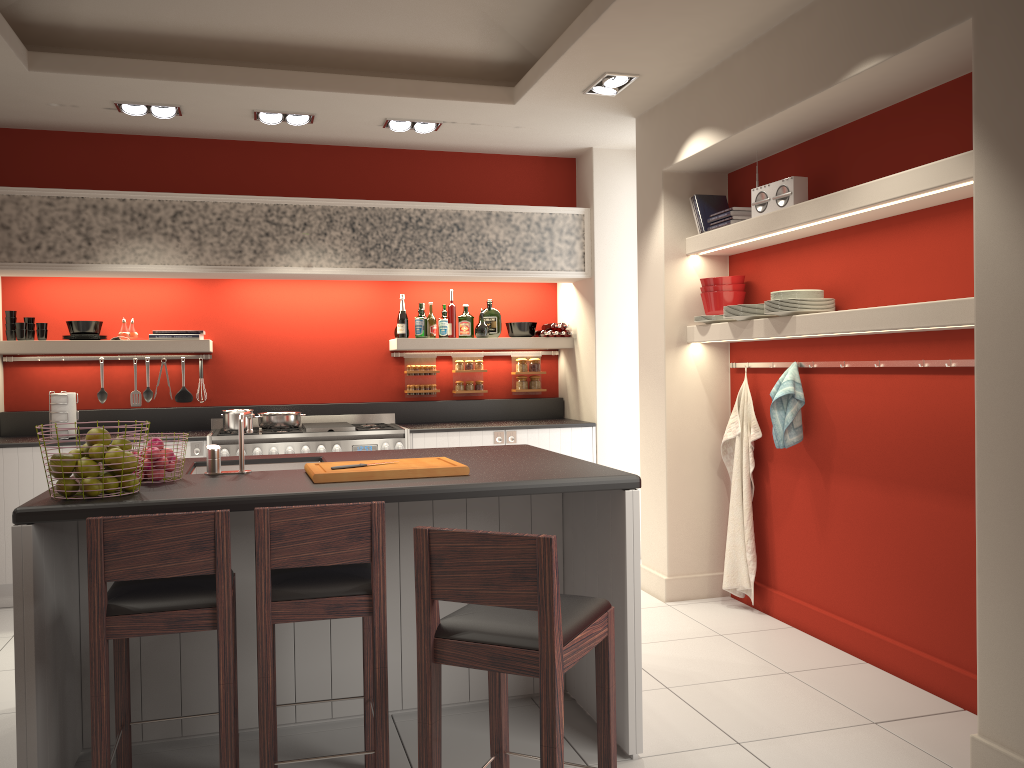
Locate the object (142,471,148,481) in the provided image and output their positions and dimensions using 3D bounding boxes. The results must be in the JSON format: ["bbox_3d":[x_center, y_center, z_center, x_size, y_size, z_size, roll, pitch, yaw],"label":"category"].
[{"bbox_3d":[-1.353,0.331,3.261,0.049,0.049,0.050,0,1,40],"label":"object"}]

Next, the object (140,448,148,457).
[{"bbox_3d":[-1.350,0.258,3.278,0.045,0.044,0.041,0,1,44],"label":"object"}]

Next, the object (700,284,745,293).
[{"bbox_3d":[1.234,-0.503,5.192,0.260,0.159,0.260,-2,1,-35],"label":"object"}]

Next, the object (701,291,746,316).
[{"bbox_3d":[1.237,-0.459,5.194,0.260,0.146,0.260,-1,1,-12],"label":"object"}]

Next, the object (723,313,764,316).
[{"bbox_3d":[1.317,-0.367,4.797,0.339,0.020,0.339,-1,1,-17],"label":"object"}]

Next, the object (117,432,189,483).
[{"bbox_3d":[-1.324,0.272,3.278,0.248,0.168,0.248,-1,1,-28],"label":"object"}]

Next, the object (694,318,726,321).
[{"bbox_3d":[1.238,-0.367,5.195,0.339,0.020,0.339,-1,1,-13],"label":"object"}]

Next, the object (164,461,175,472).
[{"bbox_3d":[-1.270,0.305,3.286,0.046,0.043,0.046,0,1,24],"label":"object"}]

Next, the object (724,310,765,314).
[{"bbox_3d":[1.317,-0.380,4.797,0.339,0.020,0.339,-1,1,-17],"label":"object"}]

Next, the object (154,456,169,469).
[{"bbox_3d":[-1.274,0.286,3.221,0.048,0.046,0.048,0,1,33],"label":"object"}]

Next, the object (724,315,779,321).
[{"bbox_3d":[1.317,-0.354,4.797,0.339,0.020,0.339,-1,1,-17],"label":"object"}]

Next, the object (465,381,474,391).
[{"bbox_3d":[-0.330,0.018,6.911,0.068,0.088,0.068,-1,1,5],"label":"object"}]

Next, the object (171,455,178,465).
[{"bbox_3d":[-1.288,0.290,3.342,0.055,0.056,0.055,-1,1,-6],"label":"object"}]

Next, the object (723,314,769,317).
[{"bbox_3d":[1.317,-0.360,4.797,0.339,0.020,0.339,-1,1,-17],"label":"object"}]

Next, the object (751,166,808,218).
[{"bbox_3d":[1.370,-1.052,4.566,0.097,0.369,0.342,-1,1,-21],"label":"object"}]

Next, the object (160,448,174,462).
[{"bbox_3d":[-1.273,0.263,3.266,0.051,0.055,0.056,-1,1,-2],"label":"object"}]

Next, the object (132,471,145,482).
[{"bbox_3d":[-1.359,0.332,3.216,0.049,0.049,0.050,0,1,40],"label":"object"}]

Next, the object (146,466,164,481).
[{"bbox_3d":[-1.300,0.326,3.237,0.062,0.057,0.061,-1,1,-16],"label":"object"}]

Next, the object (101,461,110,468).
[{"bbox_3d":[-1.364,0.262,3.020,0.067,0.064,0.066,-1,1,-12],"label":"object"}]

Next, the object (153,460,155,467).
[{"bbox_3d":[-1.350,0.292,3.304,0.055,0.056,0.055,-1,1,-6],"label":"object"}]

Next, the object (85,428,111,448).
[{"bbox_3d":[-1.372,0.182,2.941,0.078,0.080,0.078,-1,1,-16],"label":"object"}]

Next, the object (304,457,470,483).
[{"bbox_3d":[-0.485,0.323,3.379,0.570,0.033,0.372,-1,1,-18],"label":"object"}]

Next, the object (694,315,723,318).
[{"bbox_3d":[1.238,-0.386,5.195,0.339,0.020,0.339,-1,1,-13],"label":"object"}]

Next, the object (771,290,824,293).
[{"bbox_3d":[1.429,-0.455,4.447,0.255,0.015,0.255,-2,1,-35],"label":"object"}]

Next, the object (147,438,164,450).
[{"bbox_3d":[-1.312,0.227,3.263,0.056,0.058,0.056,0,1,29],"label":"object"}]

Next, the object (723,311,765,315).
[{"bbox_3d":[1.317,-0.373,4.797,0.339,0.020,0.339,-1,1,-17],"label":"object"}]

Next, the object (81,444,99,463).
[{"bbox_3d":[-1.411,0.233,2.976,0.071,0.076,0.078,0,1,43],"label":"object"}]

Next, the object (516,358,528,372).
[{"bbox_3d":[0.077,-0.144,7.022,0.093,0.120,0.094,-1,1,5],"label":"object"}]

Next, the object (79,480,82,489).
[{"bbox_3d":[-1.397,0.334,2.922,0.055,0.054,0.053,-1,1,-12],"label":"object"}]

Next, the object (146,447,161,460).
[{"bbox_3d":[-1.295,0.252,3.203,0.048,0.046,0.048,0,1,30],"label":"object"}]

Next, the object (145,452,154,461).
[{"bbox_3d":[-1.320,0.265,3.234,0.041,0.039,0.041,-1,1,0],"label":"object"}]

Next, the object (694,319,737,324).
[{"bbox_3d":[1.239,-0.360,5.196,0.339,0.020,0.339,-1,1,-13],"label":"object"}]

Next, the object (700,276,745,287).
[{"bbox_3d":[1.231,-0.553,5.186,0.260,0.161,0.260,0,1,41],"label":"object"}]

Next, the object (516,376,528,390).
[{"bbox_3d":[0.079,-0.007,7.024,0.093,0.120,0.094,-1,1,5],"label":"object"}]

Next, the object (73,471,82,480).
[{"bbox_3d":[-1.430,0.292,2.960,0.064,0.060,0.064,-1,1,-21],"label":"object"}]

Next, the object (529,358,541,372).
[{"bbox_3d":[0.180,-0.146,7.051,0.093,0.120,0.094,-1,1,5],"label":"object"}]

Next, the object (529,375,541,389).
[{"bbox_3d":[0.182,-0.010,7.053,0.093,0.120,0.094,-1,1,5],"label":"object"}]

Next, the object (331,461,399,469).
[{"bbox_3d":[-0.553,0.303,3.336,0.035,0.010,0.302,0,2,44],"label":"object"}]

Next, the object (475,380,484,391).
[{"bbox_3d":[-0.255,0.016,6.932,0.068,0.088,0.068,-1,1,5],"label":"object"}]

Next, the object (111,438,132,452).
[{"bbox_3d":[-1.328,0.214,3.016,0.067,0.064,0.067,-1,1,-15],"label":"object"}]

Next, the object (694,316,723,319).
[{"bbox_3d":[1.238,-0.380,5.195,0.339,0.020,0.339,-1,1,-13],"label":"object"}]

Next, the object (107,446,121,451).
[{"bbox_3d":[-1.333,0.232,2.961,0.056,0.054,0.057,-2,1,-45],"label":"object"}]

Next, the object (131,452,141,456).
[{"bbox_3d":[-1.385,0.272,3.251,0.049,0.049,0.048,-1,1,-9],"label":"object"}]

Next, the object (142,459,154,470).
[{"bbox_3d":[-1.314,0.291,3.200,0.040,0.041,0.041,-1,1,21],"label":"object"}]

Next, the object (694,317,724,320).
[{"bbox_3d":[1.238,-0.373,5.195,0.339,0.020,0.339,-1,1,-13],"label":"object"}]

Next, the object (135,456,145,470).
[{"bbox_3d":[-1.352,0.290,3.220,0.059,0.059,0.060,-1,1,-4],"label":"object"}]

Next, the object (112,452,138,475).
[{"bbox_3d":[-1.287,0.265,2.944,0.082,0.082,0.082,0,1,41],"label":"object"}]
